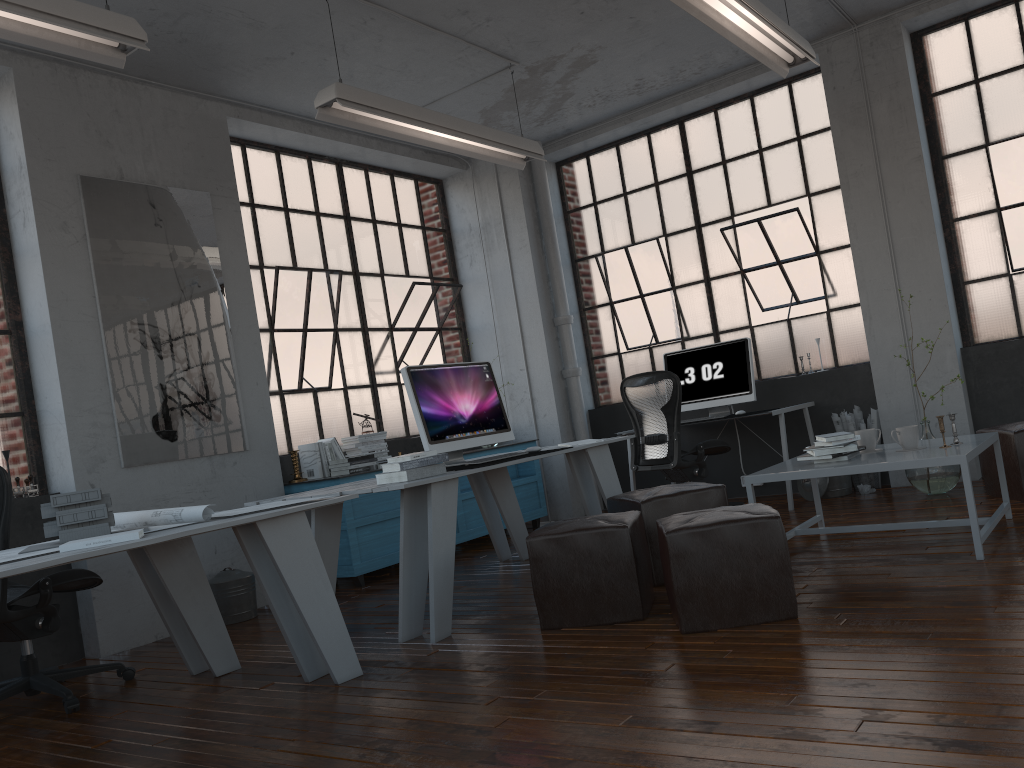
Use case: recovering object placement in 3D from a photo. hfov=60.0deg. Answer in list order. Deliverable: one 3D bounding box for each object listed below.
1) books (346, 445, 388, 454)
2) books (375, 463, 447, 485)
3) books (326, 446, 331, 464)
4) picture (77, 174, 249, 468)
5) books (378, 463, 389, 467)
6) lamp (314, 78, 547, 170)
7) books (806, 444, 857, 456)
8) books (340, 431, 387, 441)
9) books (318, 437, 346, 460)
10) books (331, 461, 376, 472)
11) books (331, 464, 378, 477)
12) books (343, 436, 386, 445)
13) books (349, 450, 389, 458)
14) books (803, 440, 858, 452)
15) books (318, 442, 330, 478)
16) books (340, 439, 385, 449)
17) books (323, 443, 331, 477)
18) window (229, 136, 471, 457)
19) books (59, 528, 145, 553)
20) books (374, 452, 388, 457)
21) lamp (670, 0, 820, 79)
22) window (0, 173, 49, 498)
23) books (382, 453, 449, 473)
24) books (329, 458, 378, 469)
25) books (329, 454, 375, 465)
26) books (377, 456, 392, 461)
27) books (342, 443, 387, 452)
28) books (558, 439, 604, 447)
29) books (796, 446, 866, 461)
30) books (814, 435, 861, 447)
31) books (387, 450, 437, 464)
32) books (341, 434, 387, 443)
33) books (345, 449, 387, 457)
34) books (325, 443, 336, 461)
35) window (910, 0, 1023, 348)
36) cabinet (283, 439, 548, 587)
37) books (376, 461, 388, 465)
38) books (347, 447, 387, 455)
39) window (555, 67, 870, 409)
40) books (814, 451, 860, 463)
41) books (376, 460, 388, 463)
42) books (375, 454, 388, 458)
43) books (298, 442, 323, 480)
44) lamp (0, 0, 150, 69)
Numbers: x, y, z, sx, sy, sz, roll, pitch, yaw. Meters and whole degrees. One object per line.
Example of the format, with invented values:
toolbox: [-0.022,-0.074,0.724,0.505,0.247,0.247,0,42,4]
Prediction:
books: [-1.051,0.471,6.409,0.168,0.017,0.262,-11,-3,36]
books: [-0.471,0.419,4.136,0.201,0.050,0.271,-11,-3,36]
books: [-1.295,0.542,6.060,0.161,0.224,0.045,-10,-2,36]
picture: [-2.035,-0.374,5.254,0.025,1.649,0.852,-10,-2,36]
books: [-0.906,0.564,6.199,0.187,0.014,0.247,-11,-3,34]
lamp: [-0.400,-1.511,5.196,0.202,0.205,1.874,-10,-3,36]
books: [1.579,0.320,4.391,0.200,0.031,0.272,-10,-3,11]
books: [-1.066,0.374,6.387,0.183,0.016,0.288,-11,-3,36]
books: [-1.235,0.514,6.147,0.176,0.284,0.169,-10,-2,36]
books: [-1.068,0.556,5.972,0.191,0.023,0.241,-11,-3,34]
books: [-1.064,0.584,5.982,0.191,0.032,0.258,-11,-3,38]
books: [-1.065,0.410,6.399,0.174,0.021,0.272,-11,-3,36]
books: [-1.034,0.508,6.405,0.161,0.013,0.255,-11,-3,36]
books: [1.584,0.302,4.398,0.200,0.014,0.274,-11,-3,36]
books: [-1.327,0.519,6.010,0.173,0.241,0.053,-10,-2,36]
books: [-1.086,0.436,6.391,0.180,0.028,0.295,-11,-3,36]
books: [-1.309,0.528,6.036,0.152,0.239,0.045,-10,-2,36]
window: [-1.204,-0.653,7.025,0.671,2.389,2.586,-10,-2,36]
books: [-1.353,0.518,2.940,0.235,0.024,0.200,-8,-3,-18]
books: [-1.064,0.527,6.400,0.183,0.016,0.288,-11,-3,36]
lamp: [1.031,-1.995,4.197,0.202,0.628,1.874,-10,-3,36]
window: [-3.470,-0.438,3.856,0.671,2.389,2.586,-10,-2,36]
books: [-0.452,0.368,4.135,0.257,0.044,0.193,-7,-3,-34]
books: [-1.073,0.535,5.984,0.212,0.023,0.258,-11,-3,36]
books: [-1.080,0.510,5.976,0.191,0.028,0.239,-11,-3,38]
books: [-1.044,0.556,6.394,0.176,0.025,0.330,-11,-3,36]
books: [-1.070,0.457,6.410,0.183,0.016,0.288,-11,-3,36]
books: [0.402,0.346,5.220,0.205,0.019,0.244,-8,-3,-14]
books: [1.581,0.344,4.391,0.273,0.025,0.211,-7,-3,-34]
books: [1.607,0.281,4.381,0.184,0.026,0.126,-8,-3,-24]
books: [-0.468,0.340,4.146,0.153,0.030,0.184,-11,-3,36]
books: [-1.069,0.391,6.397,0.183,0.016,0.288,-11,-3,36]
books: [-1.055,0.498,6.392,0.160,0.012,0.284,-11,-3,36]
books: [-1.272,0.520,6.086,0.161,0.224,0.065,-10,-2,36]
window: [4.045,-1.564,5.559,2.597,2.389,0.668,-11,-2,36]
cabinet: [-0.623,0.931,6.659,0.628,0.732,2.259,-10,-3,36]
books: [-0.912,0.552,6.205,0.203,0.012,0.251,-11,-3,37]
books: [-1.046,0.484,6.398,0.161,0.012,0.253,-11,-3,36]
window: [1.584,-1.085,7.359,2.597,2.389,0.668,-11,-2,36]
books: [1.614,0.363,4.409,0.172,0.028,0.217,-11,-3,36]
books: [-1.035,0.574,6.385,0.160,0.012,0.284,-11,-3,36]
books: [-1.040,0.538,6.405,0.161,0.013,0.253,-11,-3,36]
books: [-1.359,0.523,5.983,0.173,0.239,0.032,-10,-2,36]
lamp: [-2.111,-1.574,2.857,0.202,0.628,1.874,-10,-3,36]
